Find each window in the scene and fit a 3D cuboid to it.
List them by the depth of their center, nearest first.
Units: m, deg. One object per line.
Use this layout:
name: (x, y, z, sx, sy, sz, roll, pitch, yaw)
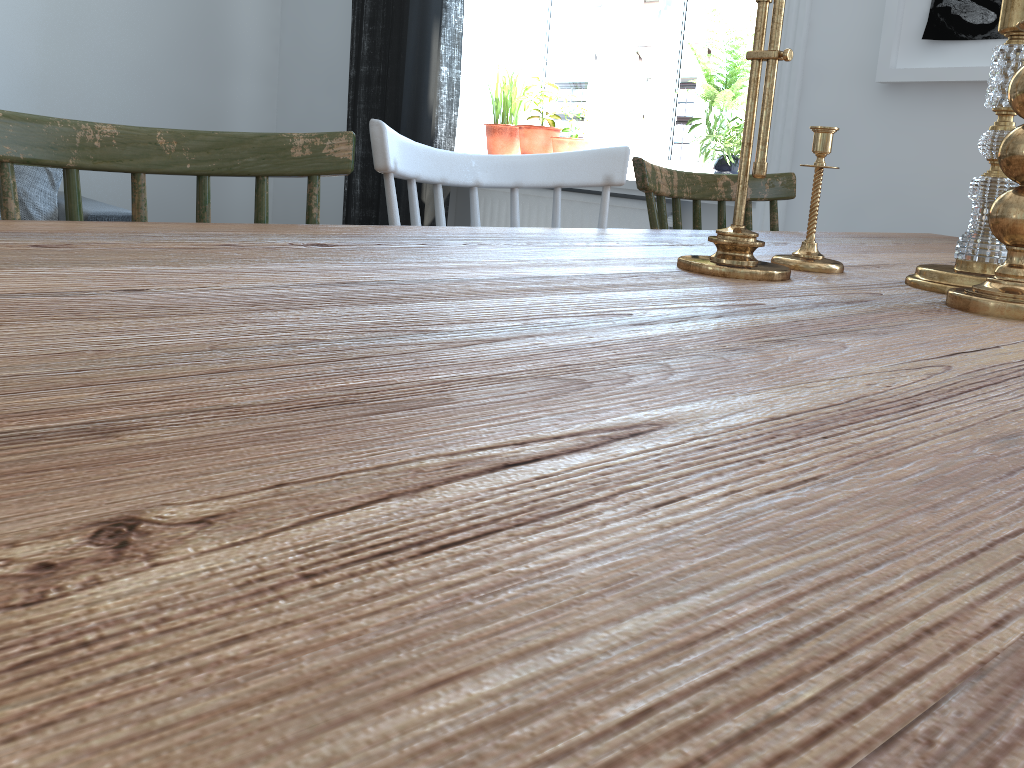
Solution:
window: (0.626, -1.765, 3.320, 0.107, 1.953, 1.594, -2, 12, -40)

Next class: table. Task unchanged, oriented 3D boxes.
table: (0.398, 0.248, 0.934, 2.237, 0.703, 1.035, -7, 17, -40)

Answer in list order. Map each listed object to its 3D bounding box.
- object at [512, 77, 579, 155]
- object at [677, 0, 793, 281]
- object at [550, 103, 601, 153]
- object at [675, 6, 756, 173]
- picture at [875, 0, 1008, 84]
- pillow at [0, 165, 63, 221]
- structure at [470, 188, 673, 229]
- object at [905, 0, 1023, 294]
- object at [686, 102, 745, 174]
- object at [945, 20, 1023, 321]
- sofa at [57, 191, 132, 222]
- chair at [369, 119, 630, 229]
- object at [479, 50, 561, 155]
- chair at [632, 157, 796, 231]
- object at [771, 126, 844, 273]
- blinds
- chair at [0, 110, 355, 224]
object: (0.130, -1.062, 3.612, 0.234, 0.363, 0.263, -1, 12, -29)
object: (0.243, -0.312, 0.876, 0.114, 0.404, 0.115, 6, 9, 11)
object: (0.243, -0.965, 3.455, 0.195, 0.273, 0.179, 8, 10, 15)
object: (0.707, -0.950, 2.974, 0.329, 0.556, 0.399, 7, 10, 12)
picture: (1.212, -1.119, 1.947, 0.083, 0.872, 0.699, -2, 12, -40)
pillow: (-2.626, -0.793, 3.083, 2.061, 0.483, 0.487, -6, 15, -36)
structure: (0.175, -0.400, 3.261, 0.073, 0.617, 1.082, -2, 14, -40)
object: (0.494, -0.243, 0.888, 0.140, 0.305, 0.143, 5, 9, 1)
object: (0.709, -0.770, 2.805, 0.286, 0.289, 0.289, -4, 14, -36)
object: (0.442, -0.180, 0.748, 0.101, 0.243, 0.102, 2, 9, -17)
sofa: (-2.626, -0.530, 2.993, 2.384, 0.710, 1.102, -7, 17, -40)
chair: (0.070, 0.104, 1.149, 0.468, 0.828, 0.518, -4, 13, -41)
object: (0.005, -1.176, 3.762, 0.303, 0.490, 0.337, 11, 12, 31)
chair: (0.453, 0.064, 1.457, 0.469, 0.813, 0.493, -4, 13, -42)
object: (0.344, -0.210, 0.998, 0.080, 0.158, 0.081, 6, 9, 6)
blinds: (-0.471, -1.680, 3.661, 0.112, 2.923, 0.816, -2, 11, -42)
chair: (-0.272, 0.171, 0.809, 0.469, 0.813, 0.493, -4, 13, -42)
